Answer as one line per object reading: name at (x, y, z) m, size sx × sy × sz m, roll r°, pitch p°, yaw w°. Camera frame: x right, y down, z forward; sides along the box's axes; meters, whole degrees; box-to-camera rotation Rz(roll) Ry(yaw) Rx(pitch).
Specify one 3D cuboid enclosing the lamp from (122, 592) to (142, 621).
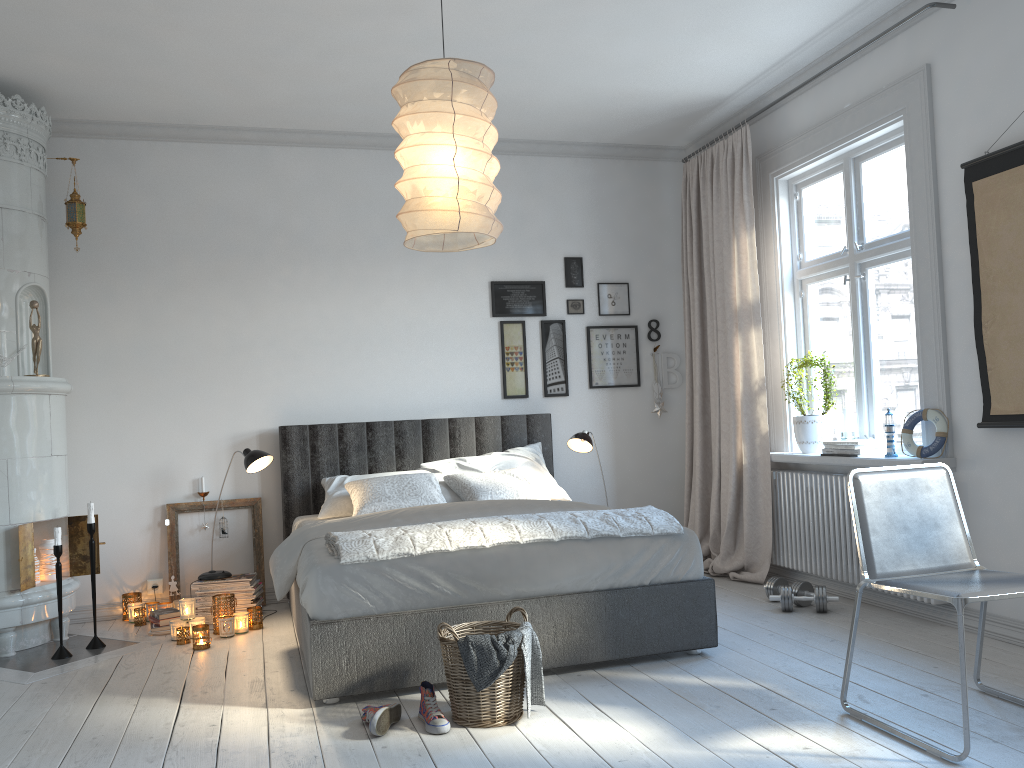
lamp at (-2.143, 1.255, 5.003) m, size 0.107 × 0.140 × 0.108 m, roll -1°, pitch -2°, yaw -44°

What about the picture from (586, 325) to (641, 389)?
picture at (0.682, -0.183, 5.950) m, size 0.364 × 0.415 × 0.021 m, roll -2°, pitch -1°, yaw -16°

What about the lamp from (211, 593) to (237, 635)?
lamp at (-1.477, 1.181, 4.557) m, size 0.117 × 0.188 × 0.121 m, roll -4°, pitch -2°, yaw 26°

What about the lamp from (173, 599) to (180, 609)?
lamp at (-1.851, 1.260, 4.960) m, size 0.081 × 0.098 × 0.080 m, roll -4°, pitch -2°, yaw 30°

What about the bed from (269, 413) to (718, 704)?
bed at (-0.246, 0.685, 4.461) m, size 1.888 × 1.046 × 2.178 m, roll -2°, pitch -2°, yaw -16°

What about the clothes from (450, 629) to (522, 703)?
clothes at (-0.077, 0.966, 3.007) m, size 0.246 × 0.270 × 0.298 m, roll -2°, pitch -2°, yaw -16°

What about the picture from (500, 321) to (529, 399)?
picture at (0.016, -0.159, 5.754) m, size 0.165 × 0.504 × 0.020 m, roll -2°, pitch -1°, yaw -16°

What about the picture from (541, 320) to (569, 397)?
picture at (0.282, -0.169, 5.832) m, size 0.165 × 0.504 × 0.020 m, roll -2°, pitch -1°, yaw -16°

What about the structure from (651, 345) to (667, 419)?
structure at (0.979, -0.020, 6.004) m, size 0.134 × 0.514 × 0.078 m, roll -2°, pitch -1°, yaw -29°

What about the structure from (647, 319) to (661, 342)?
structure at (0.966, -0.364, 6.036) m, size 0.096 × 0.151 × 0.014 m, roll -2°, pitch -1°, yaw -16°

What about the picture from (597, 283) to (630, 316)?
picture at (0.686, -0.571, 5.968) m, size 0.225 × 0.220 × 0.010 m, roll -2°, pitch -1°, yaw -16°

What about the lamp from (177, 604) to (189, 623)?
lamp at (-1.786, 1.252, 4.844) m, size 0.081 × 0.098 × 0.080 m, roll -4°, pitch -2°, yaw 45°

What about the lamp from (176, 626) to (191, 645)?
lamp at (-1.609, 1.233, 4.339) m, size 0.067 × 0.078 × 0.070 m, roll -4°, pitch -2°, yaw 25°

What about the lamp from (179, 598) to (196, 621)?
lamp at (-1.626, 1.130, 4.444) m, size 0.081 × 0.098 × 0.080 m, roll -4°, pitch -2°, yaw 27°

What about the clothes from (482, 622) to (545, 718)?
clothes at (-0.058, 0.981, 3.051) m, size 0.283 × 0.288 × 0.235 m, roll -4°, pitch -2°, yaw 23°

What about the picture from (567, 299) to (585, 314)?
picture at (0.423, -0.512, 5.889) m, size 0.119 × 0.098 × 0.010 m, roll -2°, pitch -1°, yaw -16°

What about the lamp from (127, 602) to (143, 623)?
lamp at (-2.088, 1.270, 4.919) m, size 0.081 × 0.098 × 0.080 m, roll -4°, pitch -2°, yaw 45°

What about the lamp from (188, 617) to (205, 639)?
lamp at (-1.579, 1.226, 4.449) m, size 0.081 × 0.098 × 0.081 m, roll -3°, pitch -2°, yaw 18°

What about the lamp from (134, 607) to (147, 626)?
lamp at (-2.026, 1.267, 4.822) m, size 0.063 × 0.091 × 0.073 m, roll -3°, pitch -2°, yaw 16°

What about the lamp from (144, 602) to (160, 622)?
lamp at (-1.997, 1.266, 4.924) m, size 0.081 × 0.098 × 0.080 m, roll -4°, pitch -2°, yaw 45°

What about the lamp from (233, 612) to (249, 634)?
lamp at (-1.382, 1.220, 4.524) m, size 0.081 × 0.098 × 0.081 m, roll -3°, pitch -2°, yaw 18°

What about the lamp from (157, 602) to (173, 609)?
lamp at (-1.914, 1.261, 4.896) m, size 0.081 × 0.098 × 0.080 m, roll -4°, pitch -2°, yaw 45°

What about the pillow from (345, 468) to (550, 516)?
pillow at (-0.342, 0.596, 4.883) m, size 1.146 × 0.225 × 0.416 m, roll -2°, pitch -2°, yaw -24°

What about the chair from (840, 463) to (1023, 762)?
chair at (1.409, 0.663, 2.776) m, size 0.562 × 0.797 × 0.525 m, roll -2°, pitch -2°, yaw -16°

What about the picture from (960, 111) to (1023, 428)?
picture at (2.078, -0.487, 3.422) m, size 0.057 × 1.312 × 0.793 m, roll -2°, pitch -2°, yaw -16°

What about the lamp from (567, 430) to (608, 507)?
lamp at (0.620, 0.745, 5.529) m, size 0.800 × 0.936 × 0.450 m, roll -2°, pitch -2°, yaw -34°

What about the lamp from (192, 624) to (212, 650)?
lamp at (-1.485, 1.209, 4.236) m, size 0.081 × 0.106 × 0.081 m, roll -1°, pitch -2°, yaw -40°

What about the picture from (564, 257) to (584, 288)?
picture at (0.413, -0.742, 5.895) m, size 0.128 × 0.202 × 0.011 m, roll -2°, pitch -1°, yaw -16°

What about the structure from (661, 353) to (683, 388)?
structure at (1.095, -0.091, 6.067) m, size 0.146 × 0.239 × 0.024 m, roll -2°, pitch -1°, yaw -16°

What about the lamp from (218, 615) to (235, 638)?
lamp at (-1.431, 1.219, 4.452) m, size 0.081 × 0.098 × 0.081 m, roll -3°, pitch -2°, yaw 18°

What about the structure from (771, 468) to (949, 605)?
structure at (1.750, 0.742, 4.637) m, size 0.195 × 0.547 × 1.507 m, roll -2°, pitch -2°, yaw -16°

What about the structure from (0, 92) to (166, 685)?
structure at (-2.477, -0.019, 4.425) m, size 1.248 × 2.835 × 0.800 m, roll -4°, pitch -2°, yaw 29°

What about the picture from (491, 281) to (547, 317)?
picture at (0.045, -0.554, 5.776) m, size 0.365 × 0.232 × 0.020 m, roll -2°, pitch -1°, yaw -16°

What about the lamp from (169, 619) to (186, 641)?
lamp at (-1.667, 1.230, 4.429) m, size 0.081 × 0.098 × 0.081 m, roll -3°, pitch -2°, yaw 18°
